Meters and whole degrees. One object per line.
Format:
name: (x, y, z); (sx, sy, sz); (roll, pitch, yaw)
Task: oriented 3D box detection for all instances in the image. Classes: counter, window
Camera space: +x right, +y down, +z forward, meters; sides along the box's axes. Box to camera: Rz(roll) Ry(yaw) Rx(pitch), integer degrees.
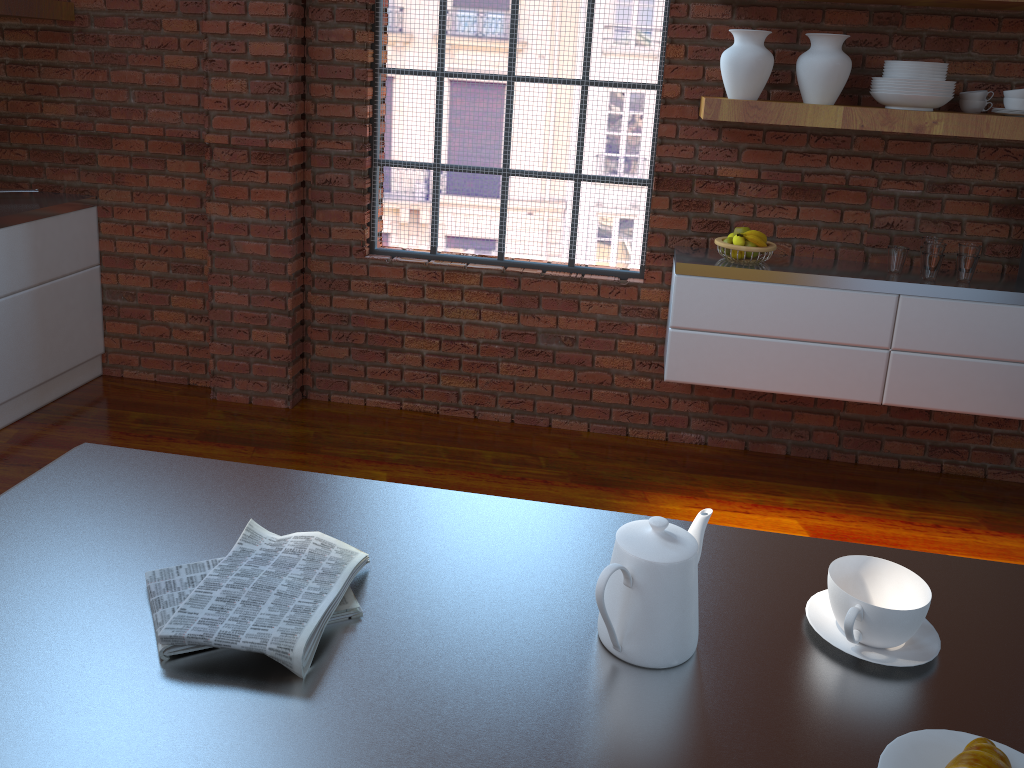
counter: (0.736, 0.502, 0.764); (3.147, 0.126, 1.057); (6, 20, 8)
window: (3.620, -1.495, 5.448); (17.412, 9.636, 3.741); (3, 14, -1)
counter: (-2.408, -0.541, 3.122); (0.715, 0.043, 2.048); (6, 20, 7)

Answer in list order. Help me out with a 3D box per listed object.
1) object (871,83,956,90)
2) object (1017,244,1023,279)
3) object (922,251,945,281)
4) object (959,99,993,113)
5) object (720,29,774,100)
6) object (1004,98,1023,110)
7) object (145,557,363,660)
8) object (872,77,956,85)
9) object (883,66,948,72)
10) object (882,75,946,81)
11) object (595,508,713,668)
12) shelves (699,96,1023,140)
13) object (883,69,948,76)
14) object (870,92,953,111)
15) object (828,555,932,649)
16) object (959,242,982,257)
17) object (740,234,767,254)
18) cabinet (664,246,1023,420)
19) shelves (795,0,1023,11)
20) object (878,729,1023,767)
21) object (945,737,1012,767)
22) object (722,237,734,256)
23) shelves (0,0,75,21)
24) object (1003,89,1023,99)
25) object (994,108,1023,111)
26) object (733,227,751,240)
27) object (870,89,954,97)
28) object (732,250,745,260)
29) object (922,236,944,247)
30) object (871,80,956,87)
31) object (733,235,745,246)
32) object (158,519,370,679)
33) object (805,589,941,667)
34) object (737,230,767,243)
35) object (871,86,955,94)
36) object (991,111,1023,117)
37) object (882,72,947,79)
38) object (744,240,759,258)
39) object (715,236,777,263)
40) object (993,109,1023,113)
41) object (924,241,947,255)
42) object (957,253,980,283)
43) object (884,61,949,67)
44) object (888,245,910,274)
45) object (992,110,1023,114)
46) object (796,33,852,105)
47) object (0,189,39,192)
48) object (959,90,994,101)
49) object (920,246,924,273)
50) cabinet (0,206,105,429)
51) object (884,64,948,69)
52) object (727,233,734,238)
object: (1.446, -1.054, 3.186); (0.281, 0.053, 0.291); (0, 20, -8)
object: (2.087, -0.523, 3.208); (0.271, 0.359, 0.391); (6, 17, 8)
object: (1.552, -0.435, 3.257); (0.079, 0.101, 0.079); (16, 20, 36)
object: (1.715, -1.032, 3.274); (0.092, 0.045, 0.102); (-1, 19, -11)
object: (0.871, -1.182, 3.268); (0.194, 0.242, 0.196); (-11, 21, -40)
object: (1.784, -0.983, 3.103); (0.092, 0.045, 0.102); (4, 19, 3)
object: (-0.317, 0.255, 1.074); (0.232, 0.025, 0.169); (-6, 22, -25)
object: (1.447, -1.073, 3.181); (0.281, 0.053, 0.291); (0, 20, -8)
object: (1.449, -1.111, 3.172); (0.213, 0.053, 0.221); (3, 20, 0)
object: (1.447, -1.081, 3.179); (0.213, 0.053, 0.221); (3, 20, 0)
object: (0.166, 0.226, 1.031); (0.118, 0.151, 0.203); (7, 18, 13)
shelves: (1.478, -0.968, 3.231); (1.538, 0.074, 0.348); (6, 20, 8)
object: (1.449, -1.102, 3.174); (0.213, 0.053, 0.221); (3, 20, 0)
object: (1.444, -1.024, 3.193); (0.281, 0.053, 0.291); (0, 20, -8)
object: (0.437, 0.271, 1.069); (0.124, 0.067, 0.120); (1, 18, -7)
object: (1.684, -0.465, 3.251); (0.078, 0.101, 0.079); (9, 17, 20)
object: (0.940, -0.530, 3.369); (0.179, 0.092, 0.065); (-15, 24, -43)
cabinet: (1.432, -0.203, 3.417); (1.624, 0.462, 0.347); (6, 16, 8)
shelves: (1.503, -1.395, 3.127); (1.538, 0.074, 0.348); (6, 20, 8)
object: (0.440, 0.395, 0.809); (0.196, 0.013, 0.199); (14, 22, 27)
object: (0.431, 0.370, 0.810); (0.062, 0.050, 0.141); (12, 21, 25)
object: (0.854, -0.536, 3.434); (0.074, 0.073, 0.075); (-2, 18, -16)
shelves: (-2.390, -1.323, 2.933); (0.655, 0.074, 2.041); (6, 20, 7)
object: (1.780, -1.013, 3.094); (0.092, 0.057, 0.103); (1, 19, -8)
object: (1.784, -0.965, 3.113); (0.155, 0.012, 0.158); (-8, 23, -29)
object: (0.899, -0.585, 3.434); (0.069, 0.059, 0.071); (11, 19, 24)
object: (1.445, -1.034, 3.191); (0.281, 0.053, 0.291); (0, 20, -8)
object: (0.869, -0.500, 3.382); (0.056, 0.044, 0.047); (18, 22, 39)
object: (1.598, -0.508, 3.358); (0.079, 0.101, 0.079); (16, 20, 36)
object: (1.446, -1.063, 3.184); (0.281, 0.053, 0.291); (0, 20, -8)
object: (0.872, -0.549, 3.383); (0.045, 0.051, 0.053); (2, 17, -3)
object: (-0.285, 0.249, 1.053); (0.165, 0.048, 0.240); (6, 20, 8)
object: (0.439, 0.299, 1.076); (0.156, 0.012, 0.157); (17, 24, 34)
object: (0.939, -0.554, 3.384); (0.186, 0.082, 0.067); (-14, 24, -42)
object: (1.445, -1.045, 3.188); (0.281, 0.053, 0.291); (0, 20, -8)
object: (1.783, -0.953, 3.116); (0.155, 0.012, 0.158); (-8, 23, -29)
object: (1.448, -1.091, 3.177); (0.213, 0.053, 0.221); (3, 20, 0)
object: (0.923, -0.522, 3.408); (0.077, 0.064, 0.078); (18, 23, 39)
object: (0.908, -0.519, 3.433); (0.237, 0.069, 0.242); (-9, 23, -32)
object: (1.783, -0.961, 3.114); (0.155, 0.012, 0.158); (-8, 23, -29)
object: (1.554, -0.471, 3.248); (0.079, 0.101, 0.079); (16, 20, 36)
object: (1.682, -0.428, 3.260); (0.078, 0.101, 0.079); (9, 17, 20)
object: (1.450, -1.130, 3.167); (0.213, 0.053, 0.221); (3, 20, 0)
object: (1.462, -0.470, 3.345); (0.078, 0.101, 0.080); (-3, 17, -21)
object: (1.783, -0.957, 3.115); (0.155, 0.012, 0.158); (-8, 23, -29)
object: (1.141, -1.152, 3.228); (0.192, 0.242, 0.198); (-2, 17, -19)
object: (-2.232, -0.819, 3.758); (0.348, 0.072, 0.201); (-1, 20, -11)
object: (1.712, -1.062, 3.264); (0.092, 0.057, 0.103); (-4, 20, -22)
object: (1.596, -0.472, 3.367); (0.079, 0.101, 0.079); (16, 20, 36)
cabinet: (-2.434, -0.133, 3.221); (0.712, 0.792, 2.048); (6, 19, 8)
object: (1.450, -1.120, 3.170); (0.213, 0.053, 0.221); (3, 20, 0)
object: (0.875, -0.575, 3.480); (0.046, 0.045, 0.056); (17, 22, 38)
